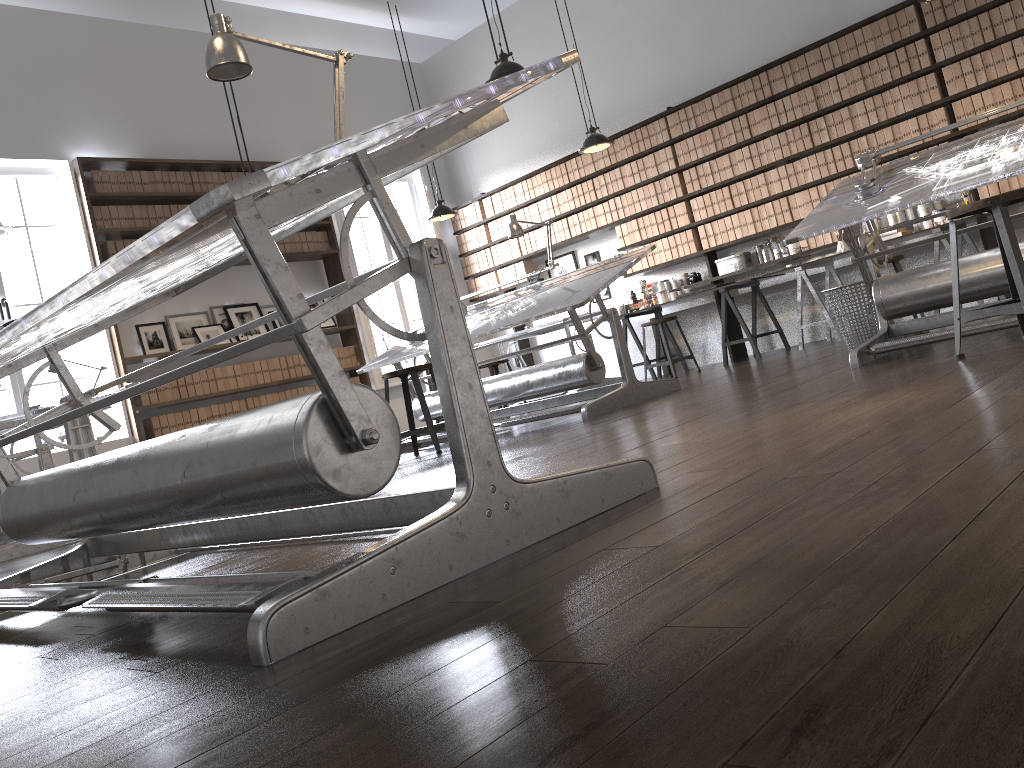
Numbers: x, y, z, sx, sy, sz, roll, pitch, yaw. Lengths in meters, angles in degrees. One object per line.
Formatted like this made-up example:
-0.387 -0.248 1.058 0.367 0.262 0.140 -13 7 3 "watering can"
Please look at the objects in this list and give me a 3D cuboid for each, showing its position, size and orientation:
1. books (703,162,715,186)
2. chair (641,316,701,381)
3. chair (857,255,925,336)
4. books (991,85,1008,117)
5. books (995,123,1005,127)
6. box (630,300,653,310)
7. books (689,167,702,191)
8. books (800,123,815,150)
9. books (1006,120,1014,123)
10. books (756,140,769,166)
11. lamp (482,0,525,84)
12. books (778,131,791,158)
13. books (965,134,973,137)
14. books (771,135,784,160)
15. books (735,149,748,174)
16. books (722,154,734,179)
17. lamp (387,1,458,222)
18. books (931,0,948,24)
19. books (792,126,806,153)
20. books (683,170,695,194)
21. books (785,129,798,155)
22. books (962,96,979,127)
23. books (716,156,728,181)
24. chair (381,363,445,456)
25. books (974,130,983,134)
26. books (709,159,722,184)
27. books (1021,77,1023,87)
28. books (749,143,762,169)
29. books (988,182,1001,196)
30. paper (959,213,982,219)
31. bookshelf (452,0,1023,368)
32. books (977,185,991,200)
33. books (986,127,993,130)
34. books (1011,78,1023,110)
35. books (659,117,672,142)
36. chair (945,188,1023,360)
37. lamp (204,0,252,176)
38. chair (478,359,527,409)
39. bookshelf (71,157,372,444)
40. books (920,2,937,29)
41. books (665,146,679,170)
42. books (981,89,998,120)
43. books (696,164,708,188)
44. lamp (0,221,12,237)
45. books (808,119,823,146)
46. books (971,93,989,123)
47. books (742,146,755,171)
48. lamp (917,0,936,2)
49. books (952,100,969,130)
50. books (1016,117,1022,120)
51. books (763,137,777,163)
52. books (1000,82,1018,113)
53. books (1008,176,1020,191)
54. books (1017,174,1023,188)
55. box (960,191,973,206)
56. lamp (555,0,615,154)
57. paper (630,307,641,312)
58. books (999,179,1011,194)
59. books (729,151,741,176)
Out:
1.865 -1.942 8.211 0.066 0.226 0.175 -16 -3 43 "books"
1.341 -0.300 7.705 0.360 0.529 0.369 -12 -2 -39 "chair"
2.694 -0.626 6.322 0.370 0.529 0.359 -14 -2 16 "chair"
3.639 -2.090 6.574 0.066 0.226 0.175 -16 -3 43 "books"
3.675 -1.815 6.584 0.066 0.226 0.175 -16 -3 43 "books"
1.271 -0.752 8.585 0.210 0.083 0.138 -14 -1 43 "box"
1.760 -1.917 8.309 0.066 0.226 0.175 -16 -3 43 "books"
2.551 -2.107 7.556 0.066 0.226 0.175 -16 -3 43 "books"
3.728 -1.828 6.539 0.066 0.226 0.175 -16 -3 43 "books"
2.259 -2.037 7.842 0.066 0.226 0.175 -16 -3 43 "books"
-0.279 -2.877 5.296 0.314 2.258 0.308 -12 -3 -27 "lamp"
2.406 -2.072 7.692 0.066 0.226 0.175 -16 -3 43 "books"
3.522 -1.779 6.736 0.066 0.226 0.175 -16 -3 43 "books"
2.355 -2.060 7.741 0.066 0.226 0.175 -16 -3 43 "books"
2.106 -2.000 7.983 0.066 0.226 0.175 -16 -3 43 "books"
2.012 -1.977 8.068 0.066 0.226 0.175 -16 -3 43 "books"
-0.942 -2.724 8.738 0.309 2.258 0.313 -15 -3 22 "lamp"
3.281 -2.852 6.765 0.066 0.226 0.175 -16 -3 43 "books"
2.502 -2.095 7.610 0.066 0.226 0.175 -16 -3 43 "books"
1.712 -1.905 8.363 0.066 0.226 0.175 -16 -3 43 "books"
2.454 -2.084 7.653 0.066 0.226 0.175 -16 -3 43 "books"
3.494 -2.055 6.713 0.066 0.226 0.175 -16 -3 43 "books"
1.968 -1.967 8.118 0.066 0.226 0.175 -16 -3 43 "books"
-0.558 0.167 5.235 0.357 0.529 0.372 -14 -2 21 "chair"
3.571 -1.790 6.682 0.066 0.226 0.175 -16 -3 43 "books"
1.918 -1.955 8.166 0.066 0.226 0.175 -16 -3 43 "books"
3.785 -2.125 6.436 0.066 0.226 0.175 -16 -3 43 "books"
2.208 -2.025 7.888 0.066 0.226 0.175 -16 -3 43 "books"
3.635 -1.520 6.668 0.066 0.226 0.175 -16 -3 43 "books"
3.309 -1.216 6.439 0.138 0.038 0.154 -14 0 -32 "paper"
2.983 -1.343 7.414 9.114 3.214 0.375 -14 -2 43 "bookshelf"
3.586 -1.509 6.719 0.066 0.226 0.175 -16 -3 43 "books"
3.628 -1.804 6.636 0.066 0.226 0.175 -16 -3 43 "books"
3.735 -2.113 6.484 0.066 0.226 0.175 -16 -3 43 "books"
1.500 -2.423 8.458 0.066 0.226 0.175 -16 -3 43 "books"
1.738 -0.386 3.061 0.359 0.529 0.369 -13 -2 -19 "chair"
-2.310 -2.388 7.228 0.309 2.258 0.313 -15 -3 22 "lamp"
-0.126 0.055 8.429 0.360 0.529 0.369 -12 -2 -39 "chair"
-2.547 -0.267 8.405 0.409 3.732 2.486 -16 -3 43 "bookshelf"
3.232 -2.840 6.819 0.066 0.226 0.175 -16 -3 43 "books"
1.561 -2.152 8.450 0.066 0.226 0.175 -16 -3 43 "books"
3.593 -2.079 6.615 0.066 0.226 0.175 -16 -3 43 "books"
1.817 -1.931 8.262 0.066 0.226 0.175 -16 -3 43 "books"
-3.647 -2.060 5.740 0.309 2.258 0.313 -15 -3 22 "lamp"
2.608 -2.121 7.510 0.066 0.226 0.175 -16 -3 43 "books"
3.541 -2.066 6.663 0.066 0.226 0.175 -16 -3 43 "books"
2.156 -2.012 7.933 0.066 0.226 0.175 -16 -3 43 "books"
2.416 -3.532 5.549 0.314 2.258 0.309 -13 -3 -22 "lamp"
3.445 -2.043 6.761 0.066 0.226 0.175 -16 -3 43 "books"
3.778 -1.840 6.492 0.066 0.226 0.175 -16 -3 43 "books"
2.306 -2.048 7.793 0.066 0.226 0.175 -16 -3 43 "books"
3.683 -2.101 6.525 0.066 0.226 0.175 -16 -3 43 "books"
3.734 -1.544 6.580 0.066 0.226 0.175 -16 -3 43 "books"
3.782 -1.556 6.537 0.066 0.226 0.175 -16 -3 43 "books"
3.402 -1.329 6.546 0.210 0.208 0.138 -15 -2 43 "box"
0.441 -3.057 7.428 0.309 2.258 0.313 -15 -3 22 "lamp"
1.186 -0.704 8.460 0.154 0.038 0.138 -14 0 28 "paper"
3.686 -1.533 6.619 0.066 0.226 0.175 -16 -3 43 "books"
2.062 -1.990 8.027 0.066 0.226 0.175 -16 -3 43 "books"
